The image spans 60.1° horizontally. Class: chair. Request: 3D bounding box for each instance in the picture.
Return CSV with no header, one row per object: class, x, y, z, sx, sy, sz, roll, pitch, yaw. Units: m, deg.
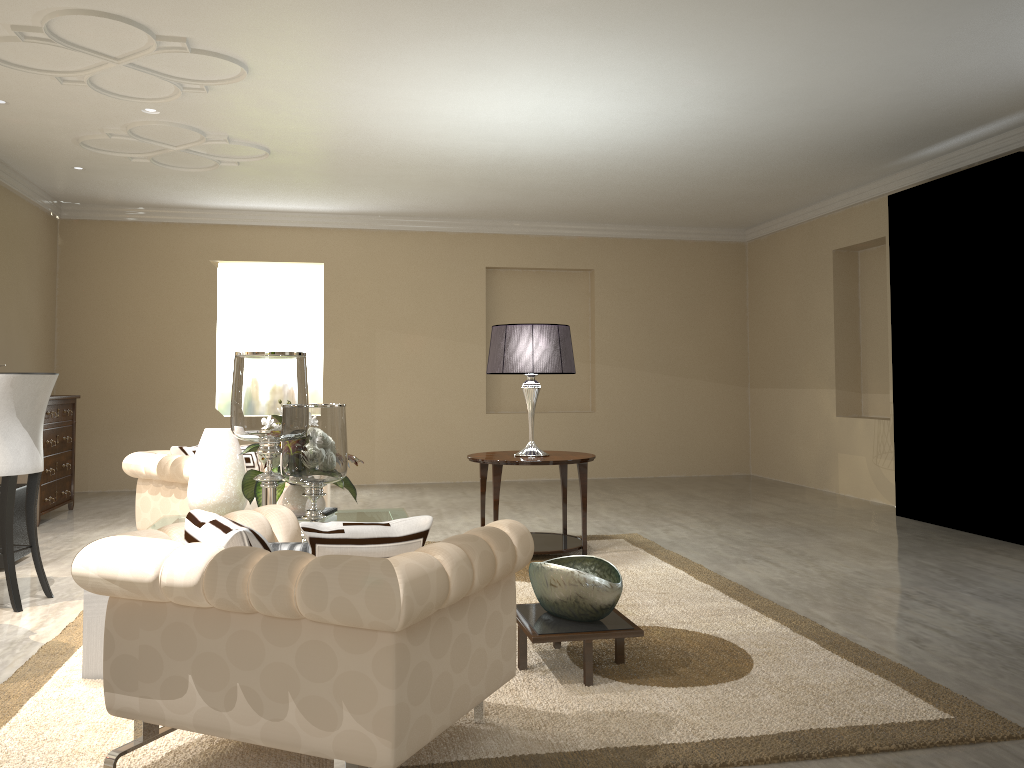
chair,-0.451,0.614,2.074,0.849,0.554,0.709,-1,-1,24
chair,-1.445,0.611,4.545,0.733,0.552,0.849,-1,-1,39
chair,-2.155,0.431,3.618,0.541,0.954,0.456,0,-2,4

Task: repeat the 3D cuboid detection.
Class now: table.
table,0.185,0.800,2.751,0.336,0.156,0.385,0,0,-11
table,-0.890,0.751,3.364,1.057,0.346,1.298,0,0,-11
table,-2.610,0.696,4.371,0.330,0.360,0.391,0,-1,-11
table,0.102,0.625,4.646,0.674,0.499,0.673,0,-1,-14

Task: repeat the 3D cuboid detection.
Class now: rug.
rug,-0.293,0.882,3.404,2.670,0.022,2.966,0,0,-11

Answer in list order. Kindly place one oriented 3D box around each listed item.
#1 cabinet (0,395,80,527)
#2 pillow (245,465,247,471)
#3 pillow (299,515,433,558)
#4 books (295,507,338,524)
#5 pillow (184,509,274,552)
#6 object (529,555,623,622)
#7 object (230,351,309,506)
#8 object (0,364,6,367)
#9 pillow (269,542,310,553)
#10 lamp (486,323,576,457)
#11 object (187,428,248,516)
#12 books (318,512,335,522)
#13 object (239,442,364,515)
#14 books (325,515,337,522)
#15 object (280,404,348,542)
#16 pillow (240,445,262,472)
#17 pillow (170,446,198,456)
cabinet,-3.221,0.489,5.887,0.427,0.815,0.822,0,-1,-11
pillow,-1.457,0.459,4.588,0.127,0.187,0.238,-1,-1,24
pillow,-0.326,0.414,1.936,0.283,0.252,0.185,0,-2,-18
books,-0.897,0.535,3.619,0.274,0.016,0.340,0,0,6
pillow,-0.634,0.434,2.041,0.197,0.270,0.299,1,-2,-42
object,0.192,0.637,2.759,0.195,0.178,0.375,1,-1,-36
object,-0.802,0.237,2.929,0.251,0.685,0.250,0,-3,-7
object,-2.613,0.209,4.449,0.121,0.614,0.120,1,-3,-16
pillow,-0.465,0.453,2.067,0.251,0.187,0.128,-1,-2,26
lamp,0.101,0.034,4.677,0.474,0.683,0.473,1,-2,-36
object,-1.265,0.386,3.818,0.252,0.386,0.251,0,-2,-16
books,-0.888,0.552,3.615,0.254,0.019,0.336,0,0,2
object,-0.857,0.297,3.625,0.510,0.476,0.546,0,-1,-11
books,-0.886,0.571,3.619,0.254,0.019,0.343,0,0,4
object,-0.706,0.326,3.161,0.236,0.506,0.236,0,-2,-14
pillow,-1.455,0.438,4.763,0.164,0.223,0.251,-2,-2,42
pillow,-1.583,0.430,4.477,0.183,0.249,0.280,-1,-1,12
